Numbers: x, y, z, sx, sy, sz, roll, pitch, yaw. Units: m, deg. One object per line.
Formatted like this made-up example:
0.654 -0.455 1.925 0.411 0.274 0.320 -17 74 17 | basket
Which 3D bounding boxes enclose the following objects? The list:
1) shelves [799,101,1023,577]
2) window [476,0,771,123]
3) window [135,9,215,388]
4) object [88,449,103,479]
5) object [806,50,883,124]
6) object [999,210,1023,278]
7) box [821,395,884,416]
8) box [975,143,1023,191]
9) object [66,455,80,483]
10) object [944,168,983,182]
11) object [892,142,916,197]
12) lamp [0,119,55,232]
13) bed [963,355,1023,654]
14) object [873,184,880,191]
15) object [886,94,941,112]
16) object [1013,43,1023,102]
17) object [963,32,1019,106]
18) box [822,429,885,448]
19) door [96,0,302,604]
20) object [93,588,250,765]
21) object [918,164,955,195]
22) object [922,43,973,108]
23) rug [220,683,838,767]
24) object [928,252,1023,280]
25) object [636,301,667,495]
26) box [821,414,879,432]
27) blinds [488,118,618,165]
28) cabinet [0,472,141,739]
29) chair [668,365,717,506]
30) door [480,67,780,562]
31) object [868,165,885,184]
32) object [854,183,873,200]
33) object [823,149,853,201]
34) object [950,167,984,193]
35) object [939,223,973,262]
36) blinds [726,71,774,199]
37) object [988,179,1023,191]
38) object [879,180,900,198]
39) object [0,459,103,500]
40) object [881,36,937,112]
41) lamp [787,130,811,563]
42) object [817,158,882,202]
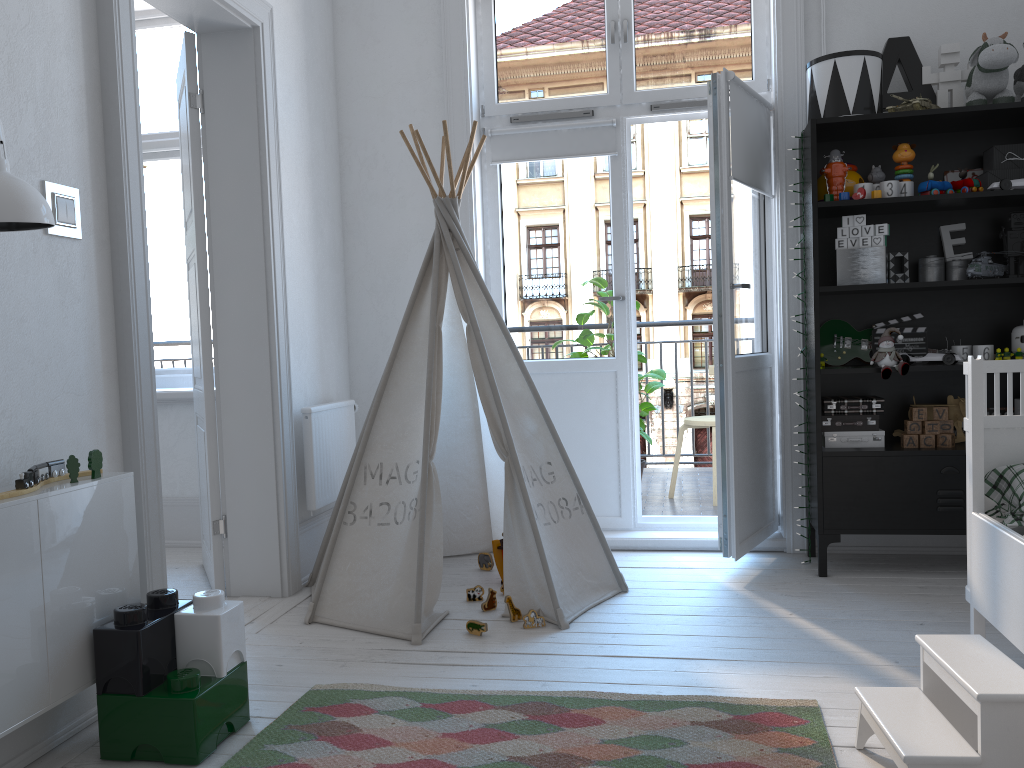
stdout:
1.587 -0.142 3.320 0.911 1.678 0.353 -2 3 11 | shelves
0.464 -1.514 3.825 1.263 0.660 0.101 -2 3 11 | window
-2.000 -0.922 4.569 1.357 1.902 0.093 -2 3 11 | window
-0.971 0.186 2.068 0.009 0.067 0.054 -2 3 2 | object
1.290 -1.104 3.387 0.272 0.259 0.394 0 4 40 | object
1.872 -0.514 3.275 0.117 0.259 0.081 -2 3 11 | object
1.301 0.083 3.411 0.215 0.062 0.179 -2 3 11 | box
1.872 -0.785 3.272 0.251 0.189 0.179 -2 3 11 | box
-0.990 0.191 2.002 0.007 0.063 0.029 0 4 38 | object
1.842 -0.762 3.387 0.347 0.132 0.037 -2 3 11 | object
1.443 -0.781 3.263 0.077 0.213 0.077 1 4 45 | object
-1.141 -0.602 1.491 0.200 0.656 0.651 1 4 45 | lamp
1.373 0.365 1.609 0.670 0.833 1.403 -2 3 11 | bed
1.358 -0.706 3.304 0.067 0.067 0.067 -3 3 -15 | object
1.462 -1.024 3.247 0.338 0.100 0.121 -5 4 -44 | object
1.858 -1.107 3.155 0.211 0.253 0.386 -2 3 -5 | object
1.708 -1.102 3.180 0.154 0.253 0.370 -1 3 19 | object
1.305 0.205 3.416 0.215 0.062 0.179 -2 3 11 | box
-1.073 -0.280 3.098 0.505 2.178 1.464 -2 3 -4 | door
-0.792 0.669 2.080 0.246 0.332 0.246 -2 3 11 | object
1.551 -0.740 3.244 0.121 0.126 0.087 -3 3 -12 | object
1.656 -1.131 3.358 0.190 0.291 0.065 -1 3 16 | object
-0.093 0.842 1.303 1.320 0.016 2.028 -2 3 11 | rug
1.733 -0.431 3.255 0.368 0.106 0.349 -1 3 13 | object
0.552 0.020 4.974 0.720 1.225 0.489 -1 3 21 | object
1.284 0.145 3.417 0.215 0.062 0.179 -2 3 11 | box
0.176 -1.060 3.888 0.565 0.158 0.032 -2 3 11 | blinds
-1.097 0.467 1.715 0.183 0.454 0.970 -2 3 11 | cabinet
1.144 0.261 4.844 0.498 0.716 0.436 -4 3 -34 | chair
0.453 -0.254 3.650 1.264 1.839 0.636 -1 3 13 | door
1.398 -0.759 3.398 0.063 0.160 0.063 -3 3 -10 | object
1.297 -0.703 3.272 0.067 0.067 0.067 -1 3 12 | object
1.208 -0.769 3.286 0.105 0.203 0.072 -1 3 19 | object
1.667 -0.745 3.263 0.087 0.112 0.122 -3 3 -18 | object
1.710 -0.544 3.415 0.107 0.151 0.055 -2 3 11 | object
0.940 -0.953 3.455 0.032 0.391 0.565 0 3 31 | blinds
1.812 -0.706 3.146 0.230 0.048 0.098 -2 3 1 | object
1.379 -0.704 3.240 0.067 0.067 0.067 -1 3 12 | object
-1.089 0.216 1.718 0.111 0.047 0.902 -2 3 6 | object
1.491 -1.155 3.420 0.343 0.344 0.057 -2 3 11 | object
1.574 -0.148 3.387 0.985 1.685 0.095 -2 3 9 | lamp
1.255 -0.769 3.349 0.197 0.197 0.318 -2 3 8 | object
